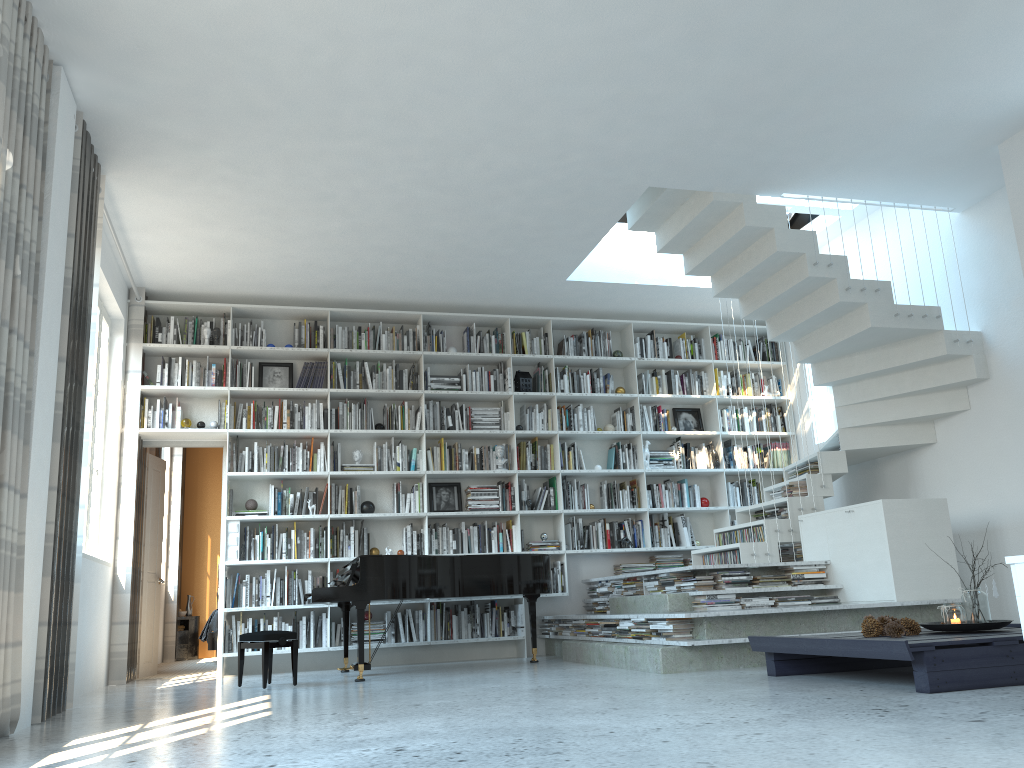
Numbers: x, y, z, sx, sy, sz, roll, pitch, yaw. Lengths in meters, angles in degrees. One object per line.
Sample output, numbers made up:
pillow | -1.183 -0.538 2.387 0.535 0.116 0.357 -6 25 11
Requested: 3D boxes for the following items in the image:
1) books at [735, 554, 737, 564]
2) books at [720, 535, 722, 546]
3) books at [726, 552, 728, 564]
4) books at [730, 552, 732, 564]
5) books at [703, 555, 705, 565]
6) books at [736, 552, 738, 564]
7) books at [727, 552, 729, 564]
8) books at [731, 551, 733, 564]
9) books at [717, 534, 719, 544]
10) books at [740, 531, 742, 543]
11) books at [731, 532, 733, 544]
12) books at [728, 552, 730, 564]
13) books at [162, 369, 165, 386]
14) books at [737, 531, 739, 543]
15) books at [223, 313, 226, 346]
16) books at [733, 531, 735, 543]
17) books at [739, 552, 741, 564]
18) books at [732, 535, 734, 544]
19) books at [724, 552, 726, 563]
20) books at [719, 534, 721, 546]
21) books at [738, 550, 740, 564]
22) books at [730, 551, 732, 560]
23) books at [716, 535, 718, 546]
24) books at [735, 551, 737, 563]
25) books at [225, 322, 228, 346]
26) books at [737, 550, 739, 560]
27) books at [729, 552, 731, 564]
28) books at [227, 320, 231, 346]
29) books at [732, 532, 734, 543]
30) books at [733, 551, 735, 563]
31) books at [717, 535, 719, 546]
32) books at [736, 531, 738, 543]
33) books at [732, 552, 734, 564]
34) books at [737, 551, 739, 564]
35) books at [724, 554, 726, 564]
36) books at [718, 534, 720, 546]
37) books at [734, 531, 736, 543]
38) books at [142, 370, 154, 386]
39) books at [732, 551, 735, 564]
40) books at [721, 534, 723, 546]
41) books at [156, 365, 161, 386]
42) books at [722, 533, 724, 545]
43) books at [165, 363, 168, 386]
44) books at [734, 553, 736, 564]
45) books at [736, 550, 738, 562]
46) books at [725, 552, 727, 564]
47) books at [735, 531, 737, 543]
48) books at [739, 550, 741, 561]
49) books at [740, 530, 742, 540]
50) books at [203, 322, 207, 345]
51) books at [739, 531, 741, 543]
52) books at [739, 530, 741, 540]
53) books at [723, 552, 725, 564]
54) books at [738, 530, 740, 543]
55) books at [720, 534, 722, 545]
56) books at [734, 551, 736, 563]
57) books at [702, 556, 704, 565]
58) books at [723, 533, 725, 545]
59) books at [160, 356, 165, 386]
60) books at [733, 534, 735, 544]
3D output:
books | 1.847 1.396 7.096 0.125 0.125 0.007 1 -14 -15
books | 1.853 1.352 7.633 0.125 0.125 0.012 1 -14 -15
books | 1.810 1.430 7.226 0.125 0.125 0.009 1 -14 -15
books | 1.827 1.414 7.166 0.125 0.125 0.011 1 -14 -15
books | 1.704 1.532 7.605 0.125 0.125 0.010 1 -14 -15
books | 1.851 1.392 7.082 0.125 0.125 0.008 1 -14 -15
books | 1.814 1.427 7.212 0.125 0.125 0.010 1 -14 -15
books | 1.831 1.410 7.151 0.125 0.125 0.008 1 -14 -15
books | 1.842 1.362 7.671 0.125 0.125 0.008 1 -14 -15
books | 1.943 1.266 7.310 0.125 0.125 0.007 1 -14 -15
books | 1.904 1.303 7.450 0.125 0.125 0.008 1 -14 -15
books | 1.818 1.422 7.197 0.125 0.125 0.008 1 -14 -15
books | -3.000 -0.021 7.663 0.024 0.192 0.138 1 -14 -15
books | 1.931 1.277 7.354 0.125 0.125 0.010 1 -14 -15
books | -2.554 -0.443 7.874 0.014 0.336 0.168 1 -14 -15
books | 1.914 1.293 7.414 0.125 0.125 0.007 1 -14 -15
books | 1.864 1.379 7.035 0.125 0.125 0.010 1 -14 -15
books | 1.907 1.301 7.441 0.125 0.125 0.012 1 -14 -15
books | 1.802 1.438 7.255 0.125 0.125 0.008 1 -14 -15
books | 1.850 1.355 7.642 0.125 0.125 0.010 1 -14 -15
books | 1.861 1.382 7.045 0.125 0.125 0.012 1 -14 -15
books | 1.829 1.413 7.160 0.125 0.125 0.011 1 -14 -15
books | 1.836 1.368 7.693 0.125 0.125 0.009 1 -14 -15
books | 1.849 1.394 7.089 0.125 0.125 0.008 1 -14 -15
books | -2.535 -0.403 7.876 0.025 0.259 0.138 1 -14 -15
books | 1.858 1.385 7.055 0.125 0.125 0.008 1 -14 -15
books | 1.822 1.419 7.183 0.125 0.125 0.007 1 -14 -15
books | -2.501 -0.409 7.847 0.024 0.251 0.235 1 -14 -15
books | 1.910 1.298 7.430 0.125 0.125 0.010 1 -14 -15
books | 1.840 1.401 7.118 0.125 0.125 0.008 1 -14 -15
books | 1.840 1.364 7.678 0.125 0.125 0.007 1 -14 -15
books | 1.927 1.281 7.368 0.125 0.125 0.007 1 -14 -15
books | 1.835 1.406 7.137 0.125 0.125 0.010 1 -14 -15
books | 1.856 1.387 7.063 0.125 0.125 0.010 1 -14 -15
books | 1.800 1.440 7.262 0.125 0.125 0.008 1 -14 -15
books | 1.846 1.359 7.657 0.125 0.125 0.007 1 -14 -15
books | 1.917 1.291 7.405 0.125 0.125 0.010 1 -14 -15
books | -3.113 -0.017 7.626 0.121 0.175 0.130 1 -14 -15
books | 1.838 1.404 7.128 0.125 0.125 0.012 1 -14 -15
books | 1.860 1.346 7.609 0.125 0.125 0.007 1 -14 -15
books | -3.036 -0.038 7.641 0.034 0.217 0.166 1 -14 -15
books | 1.864 1.342 7.594 0.125 0.125 0.008 1 -14 -15
books | -2.972 -0.045 7.649 0.022 0.227 0.172 1 -14 -15
books | 1.843 1.399 7.110 0.125 0.125 0.007 1 -14 -15
books | 1.853 1.389 7.073 0.125 0.125 0.010 1 -14 -15
books | 1.806 1.434 7.241 0.125 0.125 0.007 1 -14 -15
books | 1.923 1.285 7.383 0.125 0.125 0.010 1 -14 -15
books | 1.866 1.377 7.028 0.125 0.125 0.009 1 -14 -15
books | 1.945 1.264 7.303 0.125 0.125 0.008 1 -14 -15
books | -2.699 -0.402 7.817 0.025 0.243 0.168 1 -14 -15
books | 1.939 1.269 7.324 0.125 0.125 0.008 1 -14 -15
books | 1.941 1.268 7.317 0.125 0.125 0.008 1 -14 -15
books | 1.796 1.444 7.276 0.125 0.125 0.008 1 -14 -15
books | 1.936 1.273 7.337 0.125 0.125 0.008 1 -14 -15
books | 1.856 1.350 7.623 0.125 0.125 0.008 1 -14 -15
books | 1.845 1.397 7.103 0.125 0.125 0.007 1 -14 -15
books | 1.700 1.536 7.621 0.125 0.125 0.008 1 -14 -15
books | 1.868 1.337 7.578 0.125 0.125 0.010 1 -14 -15
books | -3.017 -0.075 7.659 0.011 0.296 0.163 1 -14 -15
books | 1.912 1.296 7.423 0.125 0.125 0.009 1 -14 -15
